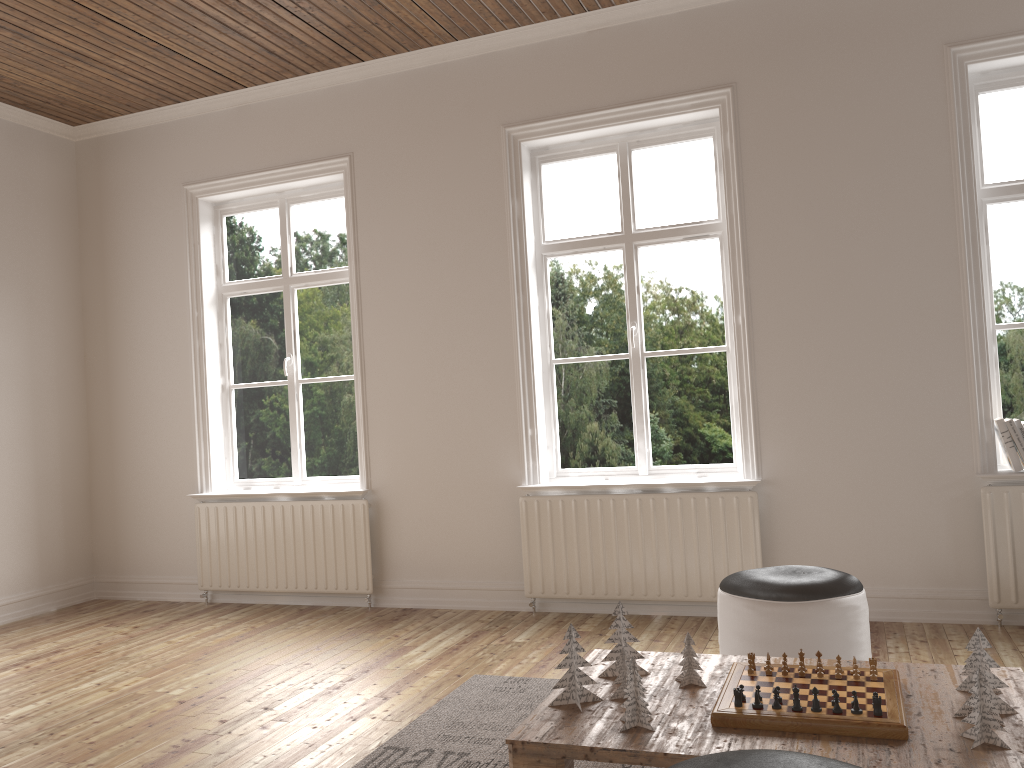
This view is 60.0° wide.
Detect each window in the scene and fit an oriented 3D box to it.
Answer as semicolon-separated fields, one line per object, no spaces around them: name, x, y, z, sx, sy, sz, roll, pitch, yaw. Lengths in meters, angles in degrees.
window;2.660;-0.546;3.934;1.055;1.872;0.120;-4;-2;21
window;0.640;-0.405;4.708;1.055;1.872;0.120;-4;-2;21
window;-1.381;-0.265;5.483;1.055;1.872;0.120;-4;-2;21

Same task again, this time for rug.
rug;0.598;1.101;2.132;2.474;0.003;2.254;-4;-2;21

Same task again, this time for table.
table;0.684;0.949;2.226;1.189;0.300;0.821;-4;-2;21

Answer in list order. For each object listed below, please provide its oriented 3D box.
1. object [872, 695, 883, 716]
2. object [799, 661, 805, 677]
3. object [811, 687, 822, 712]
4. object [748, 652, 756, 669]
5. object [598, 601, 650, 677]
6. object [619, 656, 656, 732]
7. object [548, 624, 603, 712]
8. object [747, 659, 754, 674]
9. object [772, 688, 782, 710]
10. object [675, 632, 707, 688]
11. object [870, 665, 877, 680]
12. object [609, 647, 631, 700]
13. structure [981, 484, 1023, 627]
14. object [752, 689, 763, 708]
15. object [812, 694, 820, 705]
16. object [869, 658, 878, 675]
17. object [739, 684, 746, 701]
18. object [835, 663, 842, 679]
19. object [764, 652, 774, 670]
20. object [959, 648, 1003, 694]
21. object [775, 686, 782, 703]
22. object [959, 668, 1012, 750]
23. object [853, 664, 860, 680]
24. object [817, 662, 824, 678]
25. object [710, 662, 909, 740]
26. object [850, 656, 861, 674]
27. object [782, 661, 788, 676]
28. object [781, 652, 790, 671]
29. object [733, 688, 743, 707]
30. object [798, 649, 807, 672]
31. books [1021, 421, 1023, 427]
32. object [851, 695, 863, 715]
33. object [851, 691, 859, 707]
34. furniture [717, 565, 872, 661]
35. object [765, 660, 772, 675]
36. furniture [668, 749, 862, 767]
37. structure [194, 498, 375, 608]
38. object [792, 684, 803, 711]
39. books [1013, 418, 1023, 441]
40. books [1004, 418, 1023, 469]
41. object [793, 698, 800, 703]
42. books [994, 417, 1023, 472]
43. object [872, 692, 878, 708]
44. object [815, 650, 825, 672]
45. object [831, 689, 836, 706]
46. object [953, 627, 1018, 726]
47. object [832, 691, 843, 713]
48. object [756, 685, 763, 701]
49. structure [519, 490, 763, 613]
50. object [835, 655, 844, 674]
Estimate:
object;0.830;0.731;2.015;0.019;0.040;0.019;-2;-2;-35
object;0.759;0.746;2.326;0.017;0.037;0.017;-5;-2;40
object;0.707;0.732;2.064;0.025;0.055;0.025;-2;-2;-37
object;0.652;0.753;2.414;0.019;0.040;0.019;-4;-2;17
object;0.312;0.723;2.523;0.109;0.213;0.108;-2;-2;-44
object;0.295;0.735;2.128;0.085;0.166;0.085;-4;-2;7
object;0.160;0.728;2.313;0.106;0.208;0.107;-5;-2;37
object;0.637;0.755;2.370;0.017;0.037;0.017;-5;-2;40
object;0.624;0.742;2.095;0.022;0.047;0.022;-3;-2;-11
object;0.482;0.746;2.419;0.077;0.141;0.082;-3;-2;2
object;0.922;0.735;2.262;0.017;0.037;0.017;-5;-2;40
object;0.295;0.759;2.340;0.072;0.132;0.076;-4;-2;21
structure;2.663;0.820;3.696;1.223;0.829;0.095;-4;-2;21
object;0.584;0.746;2.112;0.026;0.044;0.026;-3;-2;-24
object;0.721;0.742;2.106;0.017;0.037;0.017;-5;-2;40
object;0.938;0.733;2.303;0.019;0.040;0.019;-2;-2;-35
object;0.562;0.753;2.167;0.017;0.037;0.017;-3;-2;2
object;0.842;0.740;2.291;0.017;0.037;0.017;-5;-2;40
object;0.693;0.749;2.399;0.026;0.044;0.026;-3;-2;-24
object;1.166;0.702;2.218;0.075;0.137;0.079;-3;-2;-20
object;0.642;0.747;2.138;0.017;0.037;0.017;-5;-2;40
object;1.011;0.690;1.908;0.082;0.160;0.082;-4;-2;10
object;0.883;0.738;2.274;0.017;0.037;0.017;-5;-2;40
object;0.802;0.743;2.308;0.017;0.037;0.017;-5;-2;40
object;0.744;0.780;2.214;0.429;0.036;0.429;-4;-2;21
object;0.897;0.735;2.320;0.026;0.044;0.026;-3;-2;-24
object;0.720;0.749;2.341;0.017;0.037;0.017;-5;-2;40
object;0.734;0.744;2.383;0.022;0.047;0.022;-2;-2;-37
object;0.542;0.751;2.125;0.019;0.040;0.019;-4;-2;17
object;0.774;0.736;2.367;0.025;0.058;0.025;-3;-2;-24
books;2.321;0.274;3.946;0.101;0.218;0.161;-4;-2;21
object;0.790;0.732;2.034;0.026;0.044;0.026;-3;-2;-24
object;0.802;0.736;2.075;0.017;0.037;0.017;-5;-2;40
furniture;1.007;0.893;3.179;0.518;0.430;0.518;-5;-2;42
object;0.681;0.752;2.354;0.017;0.037;0.017;-5;-2;40
furniture;0.449;0.875;1.433;0.518;0.430;0.518;-4;-2;24
structure;-1.348;1.099;5.234;1.223;0.829;0.085;-4;-2;20
object;0.666;0.733;2.078;0.025;0.058;0.025;-3;-2;-24
books;2.292;0.270;3.953;0.104;0.232;0.152;-4;-2;21
books;2.261;0.270;3.963;0.112;0.235;0.172;-4;-2;21
object;0.680;0.744;2.121;0.017;0.037;0.017;-5;-2;40
books;2.224;0.270;3.988;0.093;0.239;0.172;-4;-2;21
object;0.844;0.733;2.058;0.017;0.037;0.017;-5;-2;40
object;0.815;0.734;2.353;0.025;0.055;0.025;-2;-2;-37
object;0.761;0.739;2.090;0.017;0.037;0.017;-5;-2;40
object;1.096;0.668;2.065;0.111;0.204;0.118;-5;-2;44
object;0.750;0.733;2.047;0.022;0.047;0.022;-2;-2;-37
object;0.599;0.750;2.155;0.017;0.037;0.017;-5;-2;40
structure;0.639;0.961;4.472;1.223;0.829;0.095;-4;-2;21
object;0.860;0.735;2.333;0.022;0.047;0.022;-2;-2;-37
